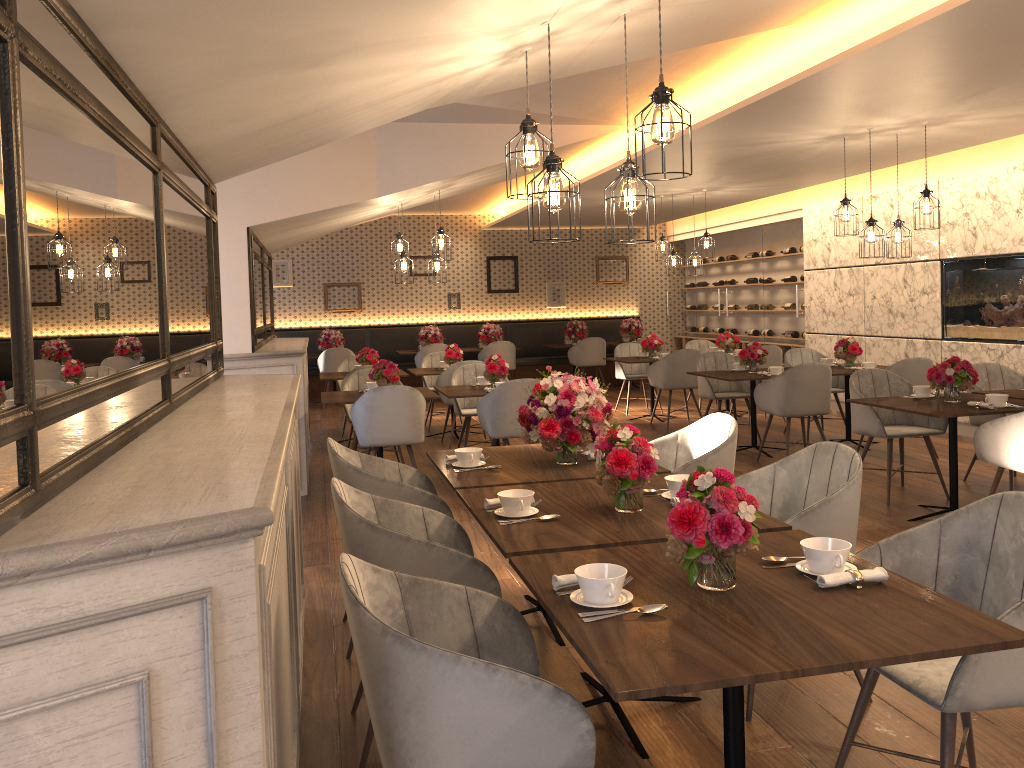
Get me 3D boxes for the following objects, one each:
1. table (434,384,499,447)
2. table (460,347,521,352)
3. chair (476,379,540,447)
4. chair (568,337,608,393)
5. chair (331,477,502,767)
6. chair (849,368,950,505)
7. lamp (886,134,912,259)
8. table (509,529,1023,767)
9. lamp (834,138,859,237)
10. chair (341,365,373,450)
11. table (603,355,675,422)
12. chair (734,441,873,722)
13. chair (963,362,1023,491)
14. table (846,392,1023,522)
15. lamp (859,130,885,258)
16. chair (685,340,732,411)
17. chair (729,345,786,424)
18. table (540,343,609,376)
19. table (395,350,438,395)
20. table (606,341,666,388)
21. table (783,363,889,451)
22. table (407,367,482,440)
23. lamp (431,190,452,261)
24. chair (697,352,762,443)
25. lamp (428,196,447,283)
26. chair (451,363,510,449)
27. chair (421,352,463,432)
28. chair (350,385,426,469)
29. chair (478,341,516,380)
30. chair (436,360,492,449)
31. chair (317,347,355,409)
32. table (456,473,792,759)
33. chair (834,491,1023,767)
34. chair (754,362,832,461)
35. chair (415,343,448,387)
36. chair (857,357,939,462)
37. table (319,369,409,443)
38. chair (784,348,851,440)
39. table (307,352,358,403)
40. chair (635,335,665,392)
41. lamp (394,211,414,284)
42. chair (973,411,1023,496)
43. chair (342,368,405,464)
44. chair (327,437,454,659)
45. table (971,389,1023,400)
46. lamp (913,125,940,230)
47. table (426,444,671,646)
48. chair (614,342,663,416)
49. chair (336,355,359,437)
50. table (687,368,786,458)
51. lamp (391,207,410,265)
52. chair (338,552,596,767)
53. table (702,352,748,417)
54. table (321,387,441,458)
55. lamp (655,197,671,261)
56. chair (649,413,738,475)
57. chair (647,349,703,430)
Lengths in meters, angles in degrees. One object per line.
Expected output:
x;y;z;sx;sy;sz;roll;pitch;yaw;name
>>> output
-0.137;0.396;7.375;0.896;0.719;0.899;-3;4;-12;table
-0.378;-0.201;13.951;0.896;0.719;0.899;-3;4;-12;table
0.044;0.374;6.727;0.565;0.871;0.527;-2;3;-12;chair
1.184;-0.293;13.608;0.565;0.871;0.527;-2;3;-12;chair
-0.316;0.734;2.929;0.526;0.871;0.566;-2;3;-12;chair
2.663;0.343;6.178;0.565;0.871;0.527;-2;3;-12;chair
2.994;-2.018;6.886;0.175;2.067;0.175;-2;2;-11;lamp
0.536;0.856;2.137;0.896;0.719;0.899;-3;4;-12;table
2.627;-2.212;7.007;0.175;2.067;0.175;-2;2;-11;lamp
-1.397;0.229;8.786;0.565;0.871;0.527;-2;3;-12;chair
1.656;0.057;10.462;0.896;0.719;0.899;-3;4;-12;table
0.976;0.666;3.234;0.526;0.871;0.566;-2;3;-12;chair
3.599;0.295;6.386;0.565;0.871;0.527;-2;3;-12;chair
2.756;0.475;5.529;0.896;0.719;0.899;-3;4;-12;table
2.704;-1.991;6.693;0.175;2.067;0.175;-2;2;-11;lamp
2.499;-0.124;11.319;0.565;0.871;0.527;-2;3;-12;chair
2.774;-0.013;10.020;0.565;0.871;0.527;-2;3;-12;chair
1.003;-0.272;14.258;0.896;0.719;0.899;-3;4;-12;table
-1.314;-0.153;13.743;0.896;0.719;0.899;-3;4;-12;table
1.939;-0.320;14.465;0.896;0.719;0.899;-3;4;-12;table
3.132;0.214;8.252;0.896;0.719;0.899;-3;4;-12;table
-0.642;0.203;9.643;0.896;0.719;0.899;-3;4;-12;table
-0.671;-2.153;8.027;0.175;2.067;0.175;-2;2;-11;lamp
2.103;0.129;8.694;0.565;0.871;0.527;-2;3;-12;chair
-0.736;-1.988;8.354;0.175;2.067;0.175;-2;2;-11;lamp
-0.275;0.265;8.016;0.565;0.871;0.527;-2;3;-12;chair
-0.781;0.073;10.283;0.565;0.871;0.527;-2;3;-12;chair
-0.891;0.422;6.519;0.565;0.871;0.527;-2;3;-12;chair
-0.197;-0.222;13.302;0.565;0.871;0.527;-2;3;-12;chair
-0.461;0.181;8.994;0.565;0.871;0.527;-2;3;-12;chair
-2.515;-0.103;12.787;0.565;0.871;0.527;-2;3;-12;chair
0.332;0.778;3.054;0.896;0.719;0.899;-3;4;-12;table
1.181;0.743;2.318;0.526;0.871;0.566;-2;3;-12;chair
2.377;0.240;7.395;0.565;0.871;0.527;-2;3;-12;chair
-1.133;-0.174;13.094;0.565;0.871;0.527;-2;3;-12;chair
3.313;0.192;7.603;0.565;0.871;0.527;-2;3;-12;chair
-1.578;0.251;9.436;0.896;0.719;0.899;-3;4;-12;table
3.038;0.081;8.902;0.565;0.871;0.527;-2;3;-12;chair
-2.696;-0.082;13.437;0.896;0.719;0.899;-3;4;-12;table
2.120;-0.342;13.816;0.565;0.871;0.527;-2;3;-12;chair
-1.026;-1.961;8.160;0.175;2.067;0.175;-2;2;-11;lamp
2.938;0.454;4.879;0.565;0.871;0.527;-2;3;-12;chair
-1.211;0.313;7.808;0.565;0.871;0.527;-2;3;-12;chair
-0.520;0.656;3.845;0.526;0.871;0.566;-2;3;-12;chair
3.692;0.427;5.736;0.896;0.719;0.899;-3;4;-12;table
3.059;-2.184;6.559;0.175;2.067;0.175;-2;2;-11;lamp
0.128;0.700;3.970;0.896;0.719;0.899;-3;4;-12;table
1.564;-0.076;11.112;0.565;0.871;0.527;-2;3;-12;chair
-1.717;0.121;10.076;0.565;0.871;0.527;-2;3;-12;chair
2.196;0.262;8.044;0.896;0.719;0.899;-3;4;-12;table
-1.103;-2.181;8.474;0.175;2.067;0.175;-2;2;-11;lamp
-0.111;0.811;2.013;0.526;0.871;0.566;-2;3;-12;chair
2.592;0.008;10.669;0.896;0.719;0.899;-3;4;-12;table
-1.073;0.444;7.168;0.896;0.719;0.899;-3;4;-12;table
1.802;-2.526;10.707;0.175;2.067;0.175;-2;2;-11;lamp
0.772;0.588;4.150;0.526;0.871;0.566;-2;3;-12;chair
1.838;0.035;9.812;0.565;0.871;0.527;-2;3;-12;chair
